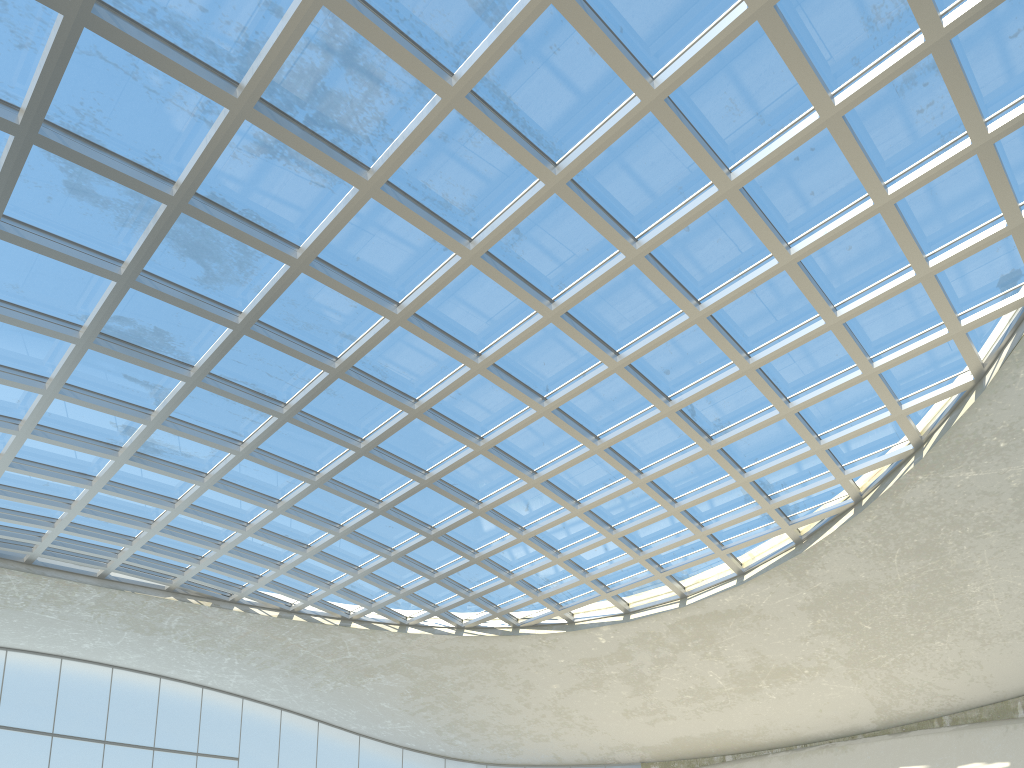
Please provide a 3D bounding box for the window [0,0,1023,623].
[{"bbox_3d":[-12.071,1.965,42.963,84.307,9.758,84.642,-29,-44,36],"label":"window"}]
